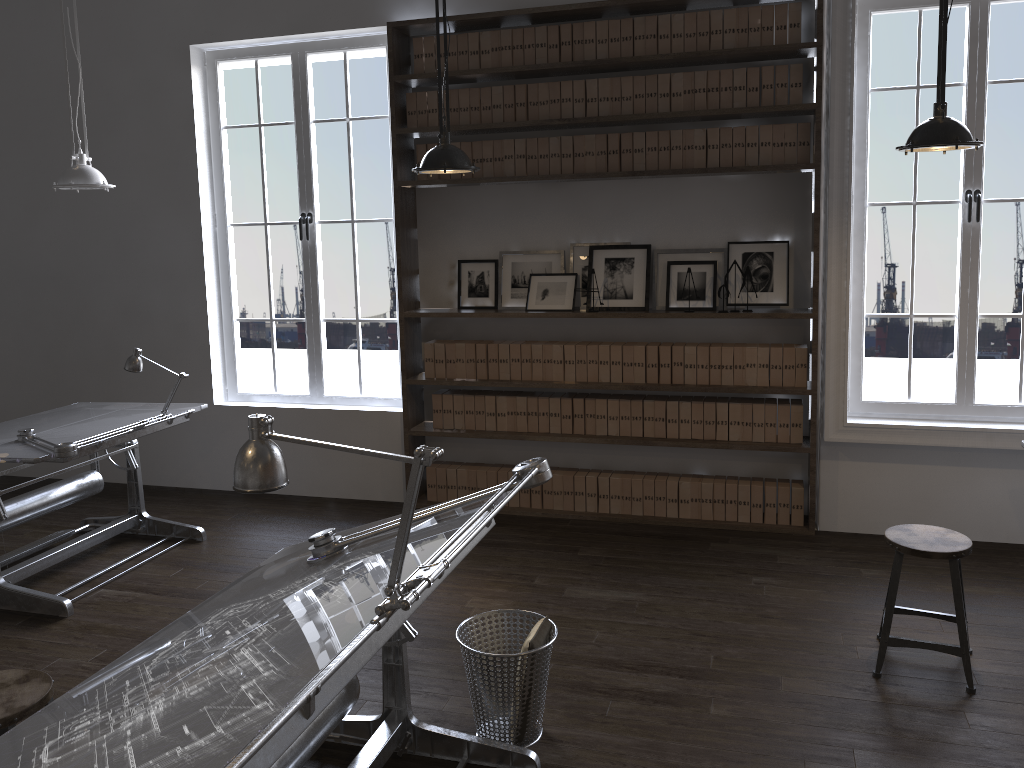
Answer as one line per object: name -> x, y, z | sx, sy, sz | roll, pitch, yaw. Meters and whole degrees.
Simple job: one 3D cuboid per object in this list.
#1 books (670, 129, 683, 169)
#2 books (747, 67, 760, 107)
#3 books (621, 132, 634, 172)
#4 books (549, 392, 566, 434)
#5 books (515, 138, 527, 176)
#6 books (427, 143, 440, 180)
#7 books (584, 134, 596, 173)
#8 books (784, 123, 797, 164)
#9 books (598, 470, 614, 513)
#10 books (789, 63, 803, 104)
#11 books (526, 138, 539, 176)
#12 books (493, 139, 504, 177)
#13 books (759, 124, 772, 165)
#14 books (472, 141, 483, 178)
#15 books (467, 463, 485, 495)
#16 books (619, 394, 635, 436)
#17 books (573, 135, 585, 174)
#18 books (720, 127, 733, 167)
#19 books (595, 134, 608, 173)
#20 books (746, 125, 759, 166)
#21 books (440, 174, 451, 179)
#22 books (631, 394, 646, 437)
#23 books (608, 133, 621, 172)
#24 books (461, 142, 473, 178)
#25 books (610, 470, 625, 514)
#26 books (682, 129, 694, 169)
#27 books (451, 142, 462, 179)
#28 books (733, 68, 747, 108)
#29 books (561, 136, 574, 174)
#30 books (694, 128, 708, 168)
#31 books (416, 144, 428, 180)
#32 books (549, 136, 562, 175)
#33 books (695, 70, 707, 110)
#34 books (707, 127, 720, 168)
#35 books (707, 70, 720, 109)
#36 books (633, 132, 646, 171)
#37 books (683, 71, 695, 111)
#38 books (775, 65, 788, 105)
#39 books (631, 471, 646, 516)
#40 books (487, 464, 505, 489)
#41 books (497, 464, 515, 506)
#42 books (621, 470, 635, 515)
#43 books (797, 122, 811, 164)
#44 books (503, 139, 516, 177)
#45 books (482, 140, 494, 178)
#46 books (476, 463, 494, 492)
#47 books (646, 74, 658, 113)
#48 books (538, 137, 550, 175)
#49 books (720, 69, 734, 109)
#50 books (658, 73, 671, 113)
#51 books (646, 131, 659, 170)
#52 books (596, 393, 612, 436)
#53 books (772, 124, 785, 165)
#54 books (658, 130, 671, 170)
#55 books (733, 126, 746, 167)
books -> 0.950, -1.333, 5.070 | 0.067, 0.224, 0.176 | 1, 8, 17
books -> 1.341, -1.631, 4.920 | 0.067, 0.224, 0.176 | 1, 8, 16
books -> 0.683, -1.341, 5.156 | 0.067, 0.224, 0.176 | 1, 8, 17
books -> 0.285, 0.177, 5.469 | 0.067, 0.224, 0.175 | 1, 8, 16
books -> 0.075, -1.356, 5.330 | 0.067, 0.224, 0.176 | 1, 8, 16
books -> -0.460, -1.369, 5.488 | 0.067, 0.224, 0.176 | 1, 8, 17
books -> 0.476, -1.346, 5.214 | 0.067, 0.224, 0.176 | 1, 8, 16
books -> 1.539, -1.318, 4.900 | 0.067, 0.224, 0.176 | 1, 8, 17
books -> 0.579, 0.660, 5.444 | 0.067, 0.224, 0.176 | 1, 8, 17
books -> 1.556, -1.625, 4.854 | 0.067, 0.224, 0.176 | 1, 8, 17
books -> 0.143, -1.354, 5.314 | 0.067, 0.224, 0.176 | 1, 8, 17
books -> -0.054, -1.359, 5.372 | 0.067, 0.224, 0.176 | 1, 8, 17
books -> 1.414, -1.321, 4.932 | 0.067, 0.224, 0.176 | 1, 8, 17
books -> -0.182, -1.363, 5.411 | 0.067, 0.224, 0.176 | 1, 8, 17
books -> -0.230, 0.638, 5.687 | 0.067, 0.224, 0.176 | 1, 8, 16
books -> 0.697, 0.187, 5.353 | 0.067, 0.224, 0.175 | 1, 8, 17
books -> 0.414, -1.346, 5.228 | 0.067, 0.224, 0.176 | 1, 8, 17
books -> 1.212, -1.327, 4.998 | 0.067, 0.224, 0.176 | 1, 8, 16
books -> 0.540, -1.344, 5.198 | 0.067, 0.224, 0.176 | 1, 8, 17
books -> 1.345, -1.323, 4.956 | 0.067, 0.224, 0.175 | 1, 8, 17
books -> -0.386, -1.368, 5.472 | 0.067, 0.224, 0.176 | 1, 8, 16
books -> 0.764, 0.189, 5.331 | 0.067, 0.224, 0.176 | 1, 8, 17
books -> 0.609, -1.342, 5.172 | 0.067, 0.224, 0.176 | 1, 8, 16
books -> -0.250, -1.365, 5.431 | 0.067, 0.224, 0.175 | 1, 8, 17
books -> 0.649, 0.661, 5.425 | 0.067, 0.224, 0.176 | 1, 8, 16
books -> 1.015, -1.332, 5.055 | 0.067, 0.224, 0.176 | 1, 8, 16
books -> -0.319, -1.366, 5.447 | 0.067, 0.224, 0.175 | 1, 8, 16
books -> 1.272, -1.632, 4.936 | 0.067, 0.224, 0.175 | 1, 8, 16
books -> 0.345, -1.348, 5.249 | 0.067, 0.224, 0.176 | 1, 8, 16
books -> 1.075, -1.330, 5.036 | 0.067, 0.224, 0.176 | 1, 8, 16
books -> -0.529, -1.372, 5.514 | 0.067, 0.224, 0.176 | 1, 8, 16
books -> 0.277, -1.351, 5.272 | 0.067, 0.224, 0.175 | 1, 8, 16
books -> 1.071, -1.637, 4.994 | 0.067, 0.224, 0.176 | 1, 8, 16
books -> 1.144, -1.328, 5.014 | 0.067, 0.224, 0.176 | 1, 8, 17
books -> 1.137, -1.636, 4.980 | 0.067, 0.224, 0.176 | 1, 8, 17
books -> 0.750, -1.338, 5.131 | 0.067, 0.224, 0.175 | 1, 8, 17
books -> 1.008, -1.639, 5.017 | 0.067, 0.224, 0.176 | 1, 8, 17
books -> 1.484, -1.627, 4.878 | 0.067, 0.224, 0.176 | 1, 8, 16
books -> 0.772, 0.665, 5.386 | 0.067, 0.224, 0.176 | 1, 8, 17
books -> -0.101, 0.641, 5.650 | 0.067, 0.224, 0.176 | 1, 8, 16
books -> -0.033, 0.643, 5.630 | 0.067, 0.224, 0.175 | 1, 8, 16
books -> 0.710, 0.662, 5.409 | 0.067, 0.224, 0.176 | 1, 8, 16
books -> 1.607, -1.317, 4.881 | 0.067, 0.224, 0.176 | 1, 8, 17
books -> 0.006, -1.358, 5.352 | 0.067, 0.224, 0.176 | 1, 8, 17
books -> -0.119, -1.360, 5.386 | 0.067, 0.224, 0.176 | 1, 8, 16
books -> -0.167, 0.641, 5.664 | 0.067, 0.224, 0.176 | 1, 8, 17
books -> 0.811, -1.644, 5.076 | 0.067, 0.224, 0.176 | 1, 8, 17
books -> 0.211, -1.353, 5.296 | 0.067, 0.224, 0.175 | 1, 8, 17
books -> 1.205, -1.634, 4.960 | 0.067, 0.224, 0.175 | 1, 8, 17
books -> 0.877, -1.642, 5.052 | 0.067, 0.224, 0.176 | 1, 8, 16
books -> 0.819, -1.337, 5.115 | 0.067, 0.224, 0.175 | 1, 8, 16
books -> 0.559, 0.185, 5.386 | 0.067, 0.224, 0.176 | 1, 8, 16
books -> 1.478, -1.319, 4.913 | 0.067, 0.224, 0.176 | 1, 8, 16
books -> 0.887, -1.335, 5.095 | 0.067, 0.224, 0.176 | 1, 8, 16
books -> 1.280, -1.325, 4.980 | 0.067, 0.224, 0.175 | 1, 8, 16
